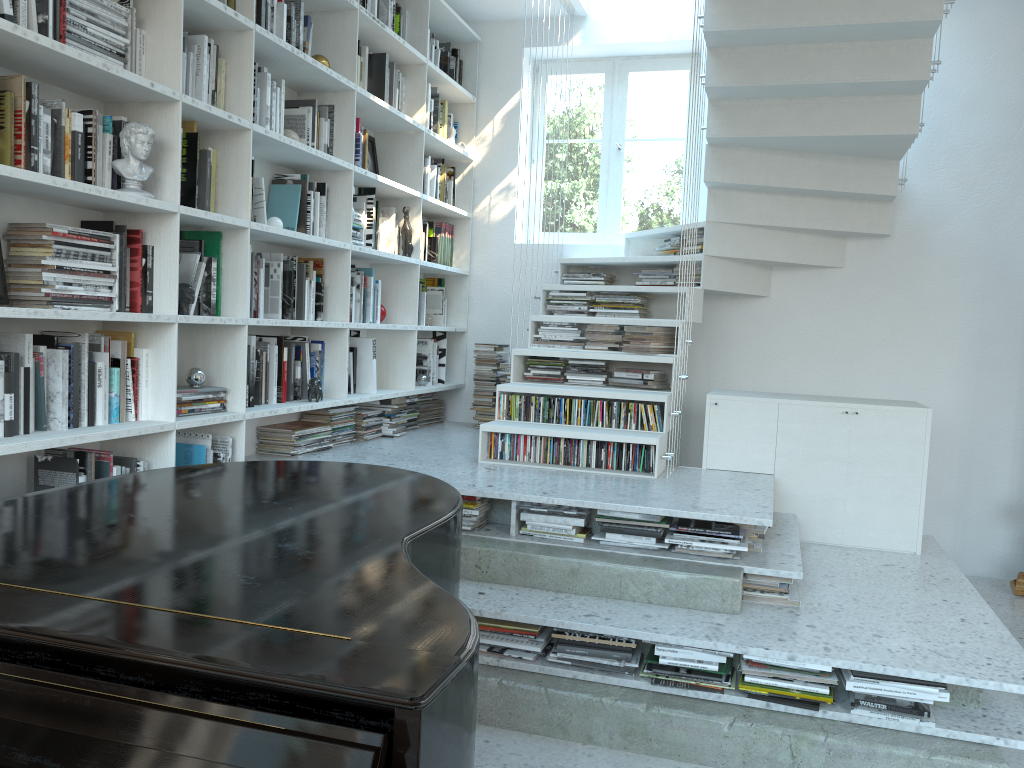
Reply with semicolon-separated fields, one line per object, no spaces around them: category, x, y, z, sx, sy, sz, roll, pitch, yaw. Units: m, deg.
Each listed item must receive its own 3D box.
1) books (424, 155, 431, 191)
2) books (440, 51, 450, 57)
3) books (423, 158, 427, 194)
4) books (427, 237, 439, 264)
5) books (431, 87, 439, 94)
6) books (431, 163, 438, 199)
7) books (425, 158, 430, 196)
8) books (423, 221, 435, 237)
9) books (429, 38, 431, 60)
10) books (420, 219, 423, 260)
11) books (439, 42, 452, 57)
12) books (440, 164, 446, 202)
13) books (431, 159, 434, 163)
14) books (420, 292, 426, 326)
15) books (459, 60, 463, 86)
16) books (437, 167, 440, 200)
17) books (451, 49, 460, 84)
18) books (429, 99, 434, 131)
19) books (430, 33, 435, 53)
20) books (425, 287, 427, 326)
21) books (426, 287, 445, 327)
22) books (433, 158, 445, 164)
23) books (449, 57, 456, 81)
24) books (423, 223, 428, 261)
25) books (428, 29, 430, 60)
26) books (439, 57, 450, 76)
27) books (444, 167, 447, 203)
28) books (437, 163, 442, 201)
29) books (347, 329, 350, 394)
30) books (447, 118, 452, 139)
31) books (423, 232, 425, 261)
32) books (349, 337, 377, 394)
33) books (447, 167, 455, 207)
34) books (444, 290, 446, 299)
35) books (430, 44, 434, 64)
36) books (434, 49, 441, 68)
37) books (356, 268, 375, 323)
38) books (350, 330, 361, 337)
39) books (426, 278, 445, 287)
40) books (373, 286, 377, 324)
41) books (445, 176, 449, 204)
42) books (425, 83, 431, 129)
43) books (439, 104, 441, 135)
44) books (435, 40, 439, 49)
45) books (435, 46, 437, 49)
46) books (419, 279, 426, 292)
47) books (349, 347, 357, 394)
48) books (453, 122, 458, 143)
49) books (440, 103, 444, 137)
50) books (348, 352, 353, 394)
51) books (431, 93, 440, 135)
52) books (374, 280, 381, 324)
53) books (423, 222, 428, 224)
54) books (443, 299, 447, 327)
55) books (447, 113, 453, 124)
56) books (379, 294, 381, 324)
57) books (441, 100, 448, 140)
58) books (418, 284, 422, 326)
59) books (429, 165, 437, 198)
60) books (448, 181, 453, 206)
books;-0.580;-1.236;5.370;0.166;0.284;0.030;4;4;16
books;-0.481;-1.962;5.565;0.160;0.247;0.068;4;4;16
books;-0.592;-1.221;5.323;0.156;0.259;0.024;4;4;16
books;-0.550;-0.821;5.498;0.191;0.181;0.024;4;4;16
books;-0.513;-1.600;5.246;0.152;0.297;0.022;4;4;16
books;-0.549;-1.229;5.478;0.184;0.258;0.023;4;4;16
books;-0.583;-1.224;5.344;0.172;0.263;0.022;4;4;16
books;-0.567;-0.872;5.526;0.170;0.278;0.026;4;4;16
books;-0.557;-1.944;5.302;0.143;0.237;0.025;4;4;16
books;-0.620;-0.852;5.290;0.176;0.262;0.056;4;4;16
books;-0.467;-1.998;5.614;0.161;0.314;0.014;4;4;16
books;-0.512;-1.243;5.589;0.188;0.277;0.013;4;4;16
books;-0.557;-1.248;5.514;0.132;0.292;0.024;4;4;16
books;-0.611;-0.463;5.426;0.174;0.205;0.021;4;4;16
books;-0.415;-1.964;5.722;0.187;0.237;0.025;4;4;16
books;-0.533;-1.230;5.563;0.160;0.253;0.025;4;4;16
books;-0.429;-1.985;5.652;0.189;0.287;0.014;4;4;16
books;-0.546;-1.542;5.121;0.189;0.194;0.024;4;4;16
books;-0.547;-1.972;5.367;0.159;0.285;0.012;4;4;16
books;-0.607;-0.484;5.488;0.166;0.240;0.013;4;4;16
books;-0.520;-0.506;5.788;0.161;0.254;0.012;4;4;16
books;-0.504;-1.275;5.680;0.140;0.330;0.013;4;4;16
books;-0.451;-1.947;5.599;0.192;0.216;0.012;4;4;16
books;-0.600;-0.849;5.379;0.181;0.247;0.022;4;4;16
books;-0.576;-1.955;5.238;0.179;0.264;0.029;4;4;16
books;-0.479;-1.932;5.519;0.186;0.193;0.024;4;4;16
books;-0.504;-1.239;5.608;0.173;0.268;0.028;4;4;16
books;-0.519;-1.246;5.577;0.151;0.283;0.012;4;4;16
books;-0.911;-0.118;4.519;0.168;0.333;0.014;4;4;16
books;-0.472;-1.582;5.654;0.180;0.214;0.023;4;4;16
books;-0.611;-0.818;5.330;0.169;0.189;0.023;4;4;16
books;-0.835;-0.100;4.641;0.255;0.291;0.075;4;4;16
books;-0.461;-1.259;5.760;0.186;0.292;0.042;4;4;16
books;-0.510;-0.499;5.830;0.152;0.237;0.022;4;4;16
books;-0.550;-1.932;5.342;0.163;0.208;0.026;4;4;16
books;-0.527;-1.937;5.415;0.163;0.212;0.057;4;4;16
books;-0.821;-0.471;4.708;0.181;0.290;0.026;4;4;16
books;-0.872;-0.124;4.712;0.136;0.326;0.012;4;4;16
books;-0.511;-0.539;5.846;0.129;0.315;0.013;4;4;16
books;-0.816;-0.428;4.749;0.189;0.201;0.030;4;4;16
books;-0.496;-1.212;5.635;0.188;0.212;0.025;4;4;16
books;-0.560;-1.573;5.047;0.189;0.263;0.026;4;4;16
books;-0.514;-1.556;5.267;0.184;0.206;0.014;4;4;16
books;-0.515;-1.973;5.479;0.131;0.277;0.068;4;4;16
books;-0.529;-1.951;5.449;0.131;0.236;0.010;4;4;16
books;-0.612;-0.504;5.440;0.161;0.285;0.011;4;4;16
books;-0.892;-0.075;4.604;0.171;0.239;0.031;4;4;16
books;-0.433;-1.587;5.755;0.170;0.217;0.011;4;4;16
books;-0.496;-1.566;5.311;0.174;0.222;0.013;4;4;16
books;-0.904;-0.061;4.555;0.184;0.217;0.052;4;4;16
books;-0.516;-1.577;5.225;0.189;0.254;0.023;4;4;16
books;-0.803;-0.449;4.810;0.181;0.236;0.025;4;4;16
books;-0.602;-0.857;5.406;0.171;0.259;0.029;4;4;16
books;-0.508;-0.470;5.808;0.167;0.181;0.028;4;4;16
books;-0.467;-1.607;5.702;0.163;0.258;0.029;4;4;16
books;-0.797;-0.444;4.836;0.170;0.223;0.027;4;4;16
books;-0.510;-1.578;5.343;0.247;0.242;0.042;4;4;16
books;-0.634;-0.478;5.307;0.184;0.249;0.027;4;4;16
books;-0.553;-1.220;5.444;0.177;0.245;0.045;4;4;16
books;-0.474;-1.208;5.710;0.192;0.195;0.029;4;4;16
